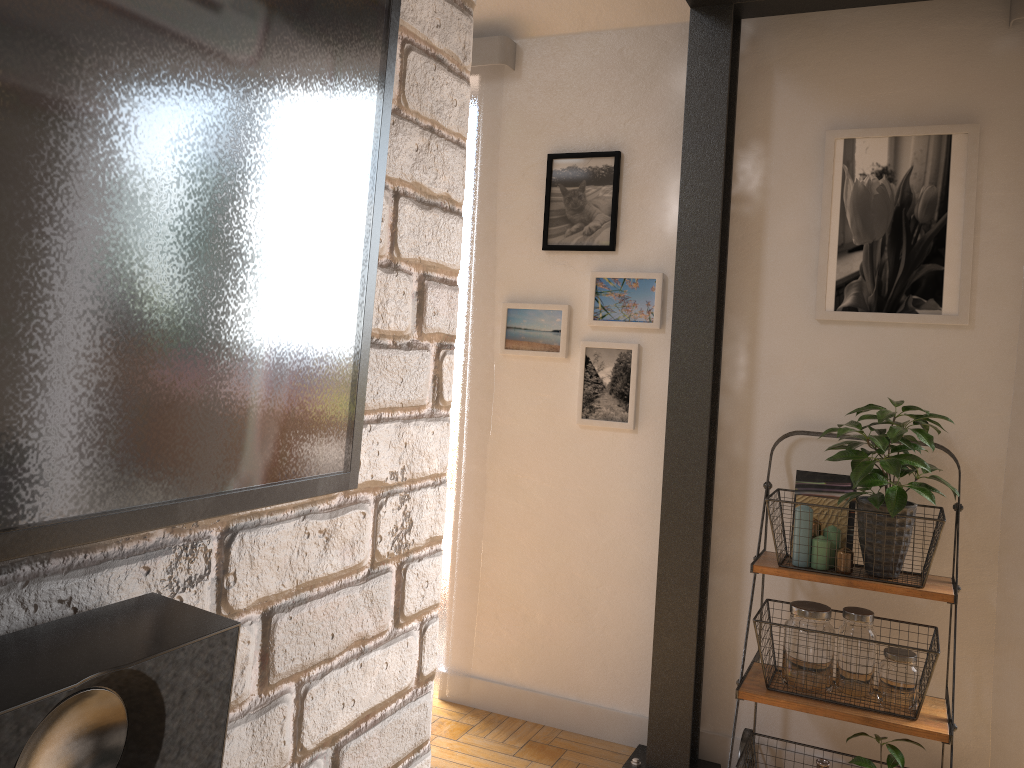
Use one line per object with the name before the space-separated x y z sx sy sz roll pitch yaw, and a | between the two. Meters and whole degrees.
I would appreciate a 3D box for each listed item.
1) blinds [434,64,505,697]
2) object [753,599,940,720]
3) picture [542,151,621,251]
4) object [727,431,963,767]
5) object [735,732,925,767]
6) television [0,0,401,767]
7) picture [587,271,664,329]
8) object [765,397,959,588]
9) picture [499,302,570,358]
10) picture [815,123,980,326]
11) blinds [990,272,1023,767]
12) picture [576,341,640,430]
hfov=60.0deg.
blinds | -0.429 -0.067 3.218 0.750 2.288 0.187 3 0 19
object | 0.864 0.700 2.306 0.439 0.216 0.238 4 1 24
picture | 0.235 -0.621 3.020 0.261 0.336 0.021 4 0 24
object | 0.880 0.694 2.333 0.579 1.078 0.631 4 0 24
object | 0.782 0.988 2.162 0.439 0.290 0.276 4 1 24
television | -0.413 -0.255 0.016 0.085 0.990 1.466 3 1 24
picture | 0.376 -0.279 2.942 0.251 0.183 0.023 4 0 24
object | 0.940 0.270 2.397 0.493 0.475 0.396 4 1 36
picture | 0.077 -0.187 3.077 0.251 0.183 0.023 4 0 24
picture | 1.126 -0.468 2.606 0.415 0.575 0.023 4 0 24
blinds | 1.664 0.093 2.289 0.668 2.283 0.123 3 0 25
picture | 0.320 0.002 2.963 0.201 0.284 0.022 4 0 24
